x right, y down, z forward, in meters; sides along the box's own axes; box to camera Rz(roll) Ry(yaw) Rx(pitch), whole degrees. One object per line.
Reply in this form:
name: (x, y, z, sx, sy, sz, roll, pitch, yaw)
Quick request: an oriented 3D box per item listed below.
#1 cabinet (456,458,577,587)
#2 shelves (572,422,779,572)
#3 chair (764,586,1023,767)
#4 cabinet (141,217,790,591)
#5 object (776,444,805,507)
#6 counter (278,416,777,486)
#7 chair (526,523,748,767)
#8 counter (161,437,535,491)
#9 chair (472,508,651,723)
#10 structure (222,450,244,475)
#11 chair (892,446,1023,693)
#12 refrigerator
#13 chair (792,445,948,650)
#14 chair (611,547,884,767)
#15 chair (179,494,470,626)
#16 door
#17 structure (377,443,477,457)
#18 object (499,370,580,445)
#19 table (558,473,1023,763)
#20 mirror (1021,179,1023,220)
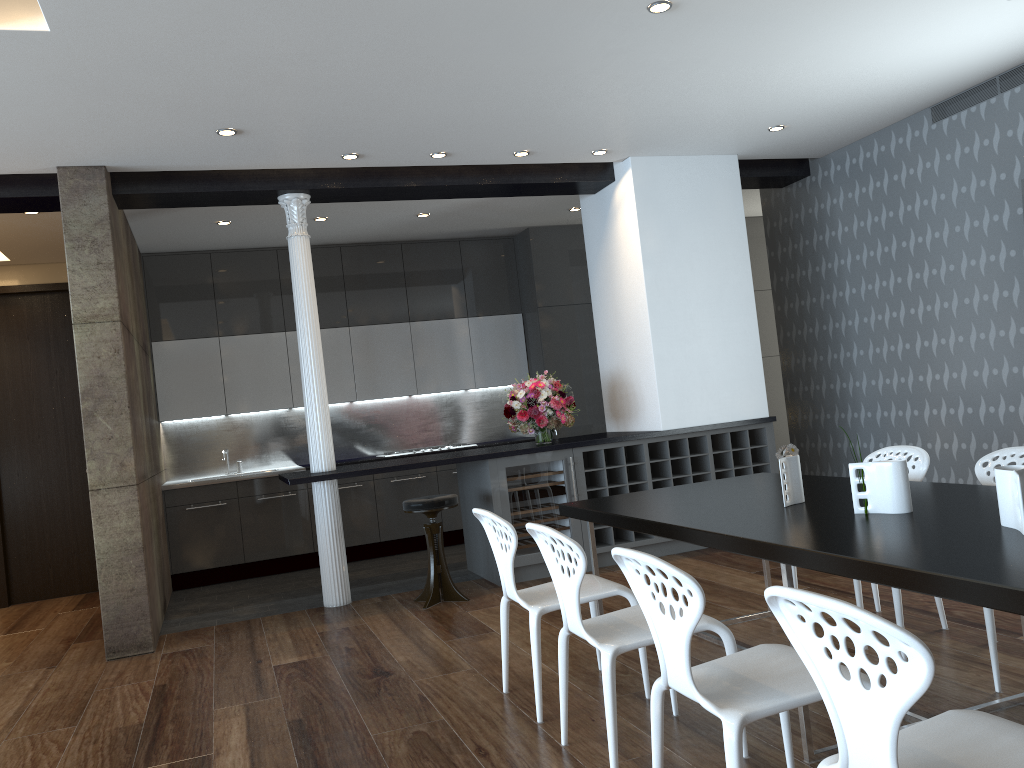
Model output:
cabinet: (0.044, 0.964, 6.698, 0.642, 0.897, 0.900, -6, -2, -19)
shelves: (1.147, 0.849, 7.073, 1.700, 0.897, 0.900, -6, -2, -19)
chair: (0.853, 0.770, 1.716, 0.581, 0.835, 0.495, -6, -2, -19)
cabinet: (0.313, -0.058, 9.112, 7.409, 2.980, 0.827, -6, -2, -19)
object: (1.082, 0.358, 3.503, 0.161, 0.233, 0.076, -5, -2, -37)
counter: (0.152, 0.482, 6.765, 3.700, 0.040, 1.000, -6, -2, -19)
chair: (0.390, 0.859, 3.070, 0.581, 0.835, 0.495, -6, -2, -19)
counter: (-1.406, 0.827, 8.493, 3.597, 0.223, 0.807, -6, -2, -19)
chair: (0.173, 0.901, 3.735, 0.581, 0.835, 0.495, -6, -2, -19)
structure: (-2.619, 0.739, 8.321, 0.183, 0.249, 0.224, -6, -2, -18)
chair: (1.916, 0.699, 3.558, 0.581, 0.835, 0.495, -6, -2, -19)
refrigerator: (0.200, 0.875, 6.299, 0.578, 0.774, 0.075, -6, -2, -15)
chair: (1.694, 0.742, 4.223, 0.581, 0.835, 0.495, -6, -2, -19)
chair: (0.615, 0.815, 2.369, 0.581, 0.835, 0.495, -6, -2, -19)
chair: (-0.192, 1.110, 2.590, 16.134, 0.952, 21.556, -6, -2, -19)
door: (-4.153, 0.513, 8.009, 1.037, 2.814, 0.246, -6, -2, -19)
structure: (-0.837, 0.656, 8.649, 0.900, 0.066, 0.520, -6, -2, -19)
object: (0.207, 0.177, 6.699, 0.544, 0.552, 0.570, -6, -2, -13)
table: (1.372, 0.797, 2.987, 1.200, 0.733, 3.400, -6, -2, -19)
mirror: (3.428, -0.169, 4.927, 0.240, 2.294, 1.200, -6, -2, -19)
